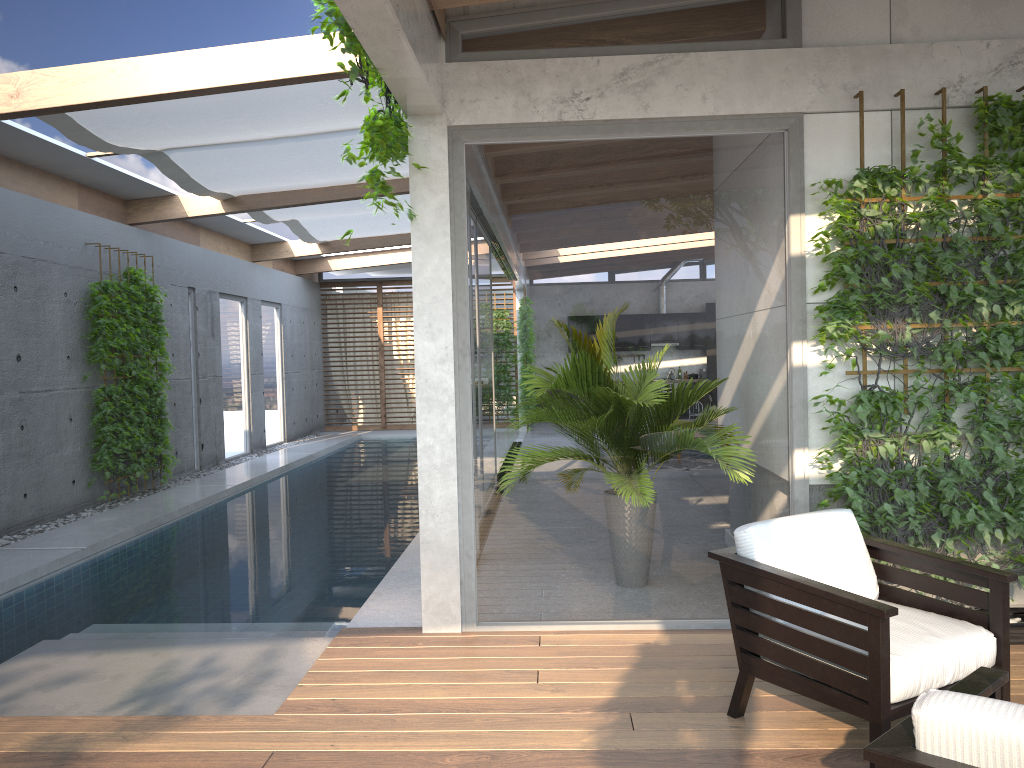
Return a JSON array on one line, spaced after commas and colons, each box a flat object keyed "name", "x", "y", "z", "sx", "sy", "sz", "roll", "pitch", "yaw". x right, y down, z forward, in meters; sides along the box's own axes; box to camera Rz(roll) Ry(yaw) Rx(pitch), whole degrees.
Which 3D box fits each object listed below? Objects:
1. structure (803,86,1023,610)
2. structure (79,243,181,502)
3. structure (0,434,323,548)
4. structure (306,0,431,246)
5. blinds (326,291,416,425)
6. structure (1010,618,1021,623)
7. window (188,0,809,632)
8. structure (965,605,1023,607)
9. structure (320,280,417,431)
[{"name": "structure", "x": 2.367, "y": -0.134, "z": 4.410, "sx": 1.851, "sy": 2.669, "sz": 0.500, "roll": -1, "pitch": 2, "yaw": 3}, {"name": "structure", "x": -1.858, "y": -0.316, "z": 13.476, "sx": 2.739, "sy": 2.687, "sz": 10.282, "roll": -1, "pitch": 2, "yaw": 20}, {"name": "structure", "x": -4.235, "y": 1.245, "z": 10.624, "sx": 0.477, "sy": 0.068, "sz": 13.673, "roll": -1, "pitch": 2, "yaw": 3}, {"name": "structure", "x": -0.851, "y": -1.685, "z": 4.510, "sx": 0.918, "sy": 2.054, "sz": 1.822, "roll": -1, "pitch": 2, "yaw": 0}, {"name": "blinds", "x": -2.874, "y": -0.507, "z": 18.709, "sx": 2.087, "sy": 2.898, "sz": 0.692, "roll": -1, "pitch": 2, "yaw": 7}, {"name": "structure", "x": 2.029, "y": 1.165, "z": 4.417, "sx": 0.928, "sy": 0.044, "sz": 0.231, "roll": -1, "pitch": 2, "yaw": 3}, {"name": "window", "x": 2.773, "y": -0.861, "z": 12.311, "sx": 14.294, "sy": 3.764, "sz": 23.280, "roll": -1, "pitch": 2, "yaw": 3}, {"name": "structure", "x": 2.579, "y": 0.946, "z": 5.665, "sx": 2.012, "sy": 0.595, "sz": 2.203, "roll": -1, "pitch": 2, "yaw": 3}, {"name": "structure", "x": -1.996, "y": -0.604, "z": 18.310, "sx": 4.313, "sy": 3.079, "sz": 0.085, "roll": -1, "pitch": 2, "yaw": 3}]
